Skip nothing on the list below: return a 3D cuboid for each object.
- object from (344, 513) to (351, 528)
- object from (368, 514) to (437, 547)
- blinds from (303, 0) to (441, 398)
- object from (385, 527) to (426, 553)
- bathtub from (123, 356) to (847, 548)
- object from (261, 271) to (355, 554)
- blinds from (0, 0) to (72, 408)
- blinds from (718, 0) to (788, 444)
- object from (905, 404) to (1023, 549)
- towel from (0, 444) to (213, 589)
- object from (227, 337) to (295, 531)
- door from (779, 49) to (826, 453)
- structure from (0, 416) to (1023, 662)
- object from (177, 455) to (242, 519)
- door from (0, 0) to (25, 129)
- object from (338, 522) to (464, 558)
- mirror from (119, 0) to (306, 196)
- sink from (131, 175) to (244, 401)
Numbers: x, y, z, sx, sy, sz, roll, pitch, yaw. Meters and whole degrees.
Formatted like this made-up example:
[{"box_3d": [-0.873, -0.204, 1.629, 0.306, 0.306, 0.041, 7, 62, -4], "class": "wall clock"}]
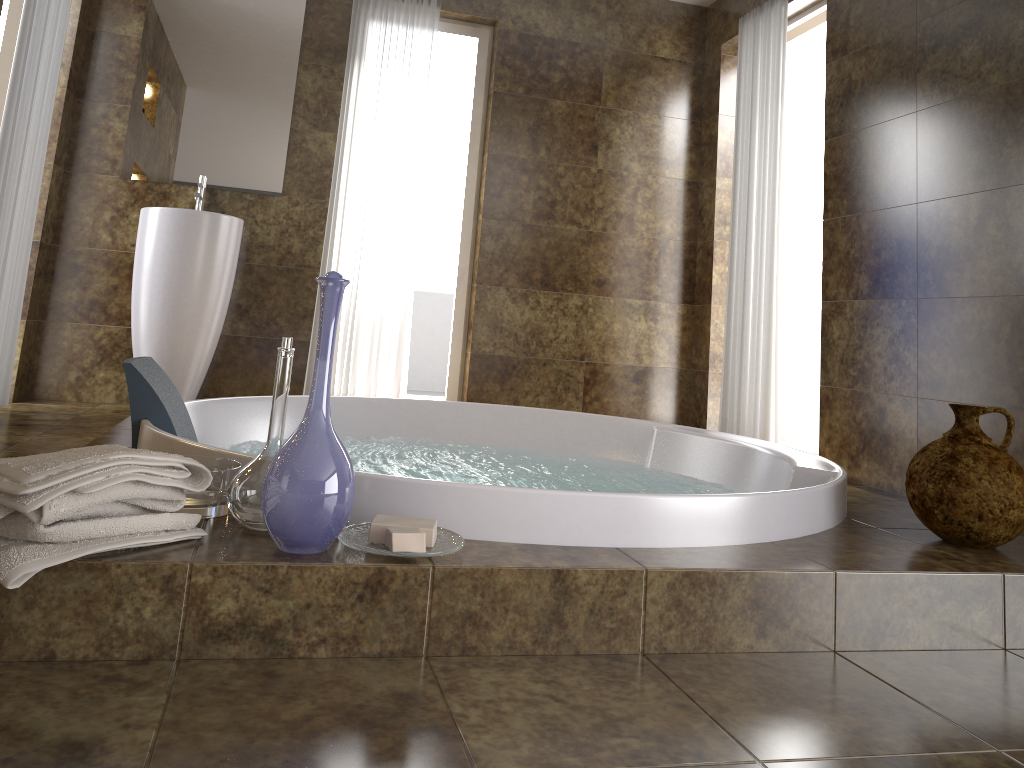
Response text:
[{"box_3d": [-0.292, 0.180, 1.428, 0.057, 0.118, 0.056, -1, -9, 37], "class": "object"}, {"box_3d": [-0.168, 0.228, 1.340, 0.101, 0.033, 0.060, 5, 0, 1], "class": "object"}, {"box_3d": [-0.699, -0.998, 4.492, 0.516, 2.314, 0.066, 7, -10, -14], "class": "blinds"}, {"box_3d": [-0.156, 0.229, 1.272, 0.053, 0.035, 0.072, 5, 1, -15], "class": "object"}, {"box_3d": [-0.057, 0.266, 2.278, 1.756, 0.533, 1.719, 5, 2, 16], "class": "bathtub"}, {"box_3d": [-0.295, 0.034, 1.320, 0.136, 0.429, 0.132, 5, -8, -7], "class": "object"}, {"box_3d": [-1.901, -1.030, 3.422, 0.067, 2.326, 0.586, 7, -9, -16], "class": "blinds"}, {"box_3d": [1.202, -0.829, 4.308, 0.068, 2.326, 0.473, 7, -9, -16], "class": "blinds"}, {"box_3d": [0.921, 0.180, 1.748, 0.225, 0.281, 0.229, 9, -6, -43], "class": "object"}, {"box_3d": [-0.654, 0.164, 1.257, 0.340, 0.153, 0.315, 5, 1, 30], "class": "towel"}, {"box_3d": [-0.389, 0.076, 1.428, 0.130, 0.315, 0.126, 5, -8, -7], "class": "object"}, {"box_3d": [1.743, -0.752, 4.628, 0.963, 2.275, 0.038, 2, -10, 19], "class": "door"}, {"box_3d": [-0.056, 0.274, 2.279, 1.993, 0.126, 1.987, 4, 3, -15], "class": "structure"}, {"box_3d": [-0.559, 0.175, 1.491, 0.167, 0.077, 0.169, 4, 1, -33], "class": "object"}, {"box_3d": [-2.709, -1.059, 3.696, 0.950, 2.275, 0.039, 8, -10, -24], "class": "door"}, {"box_3d": [-0.169, 0.244, 1.327, 0.188, 0.019, 0.189, 3, 3, -26], "class": "object"}, {"box_3d": [-1.500, -1.527, 4.393, 0.763, 1.115, 0.008, 6, -10, -14], "class": "mirror"}, {"box_3d": [-1.524, -0.446, 3.999, 0.457, 1.161, 0.427, 6, -8, -12], "class": "sink"}]
